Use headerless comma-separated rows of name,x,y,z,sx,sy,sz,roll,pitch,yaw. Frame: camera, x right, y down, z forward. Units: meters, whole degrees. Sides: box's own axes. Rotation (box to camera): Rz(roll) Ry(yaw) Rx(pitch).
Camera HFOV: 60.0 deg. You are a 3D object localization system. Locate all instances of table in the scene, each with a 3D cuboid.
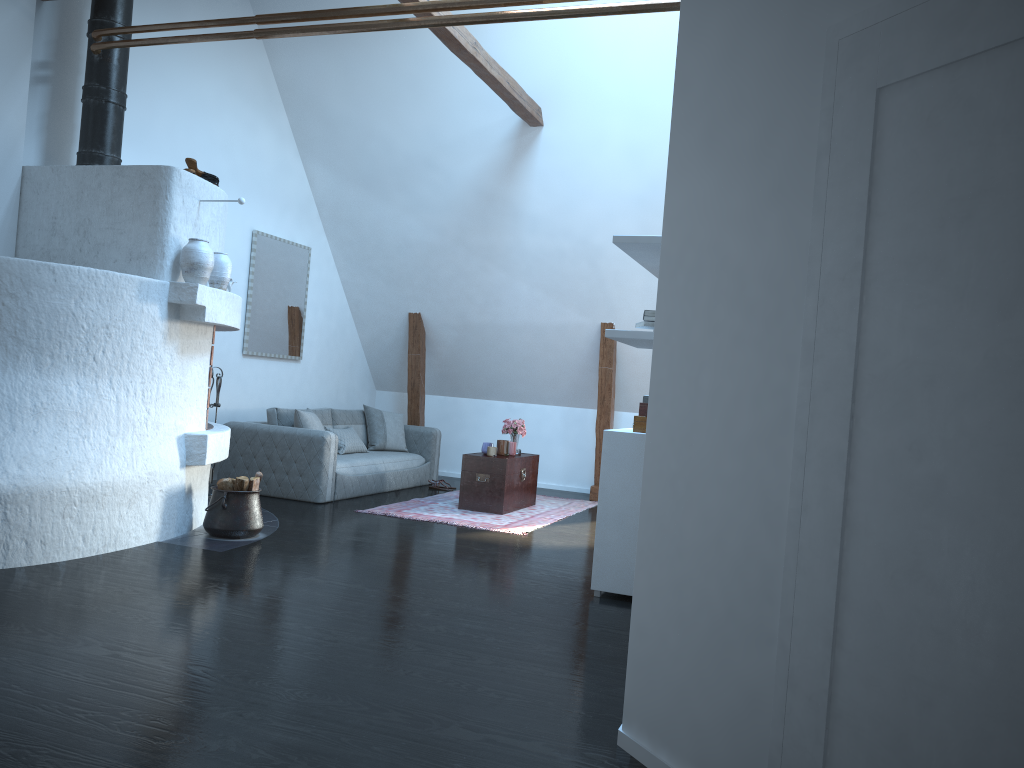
table,-0.098,0.899,8.246,0.471,0.492,0.962,5,0,20

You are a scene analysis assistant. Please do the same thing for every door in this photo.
door,0.924,0.154,1.785,0.170,2.074,0.974,5,0,-24

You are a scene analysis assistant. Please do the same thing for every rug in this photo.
rug,-0.147,1.135,8.225,1.512,0.029,2.647,5,0,20

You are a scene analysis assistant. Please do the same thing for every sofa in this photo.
sofa,-1.697,0.636,8.828,1.107,0.770,2.458,5,0,20

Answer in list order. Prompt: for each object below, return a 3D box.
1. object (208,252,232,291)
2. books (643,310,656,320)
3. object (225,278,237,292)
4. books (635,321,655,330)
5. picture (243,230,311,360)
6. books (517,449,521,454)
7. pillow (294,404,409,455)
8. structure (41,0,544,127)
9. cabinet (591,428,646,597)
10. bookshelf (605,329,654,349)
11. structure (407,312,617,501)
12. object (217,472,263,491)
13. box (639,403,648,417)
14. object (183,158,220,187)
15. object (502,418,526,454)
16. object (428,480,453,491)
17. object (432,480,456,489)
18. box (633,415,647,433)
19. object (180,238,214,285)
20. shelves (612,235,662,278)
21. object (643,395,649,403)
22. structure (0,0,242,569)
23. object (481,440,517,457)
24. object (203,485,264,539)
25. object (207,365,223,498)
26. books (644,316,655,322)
object,-1.924,-0.724,5.822,0.158,0.274,0.158,5,0,-31
books,0.732,-0.330,4.327,0.179,0.029,0.225,5,0,7
object,-1.929,-0.677,6.008,0.064,0.114,0.161,5,0,22
books,0.734,-0.280,4.329,0.227,0.024,0.166,5,0,-6
picture,-2.331,-0.858,8.866,0.025,1.185,0.965,5,0,20
books,-0.036,0.646,8.624,0.243,0.034,0.179,5,0,-2
pillow,-1.585,0.468,8.815,0.444,0.515,2.075,5,0,20
structure,1.643,-2.506,4.142,15.910,3.562,10.230,5,0,25
cabinet,0.896,0.749,5.209,0.638,0.921,0.869,5,0,20
bookshelf,0.784,-0.209,4.419,0.478,0.038,0.741,5,0,20
structure,4.701,0.568,8.331,12.350,1.963,1.023,5,0,20
object,-1.812,0.761,5.837,0.270,0.370,0.240,5,0,19
box,0.836,0.151,4.974,0.210,0.075,0.137,5,0,-15
object,-2.140,-1.395,6.018,0.311,0.094,0.783,5,0,6
object,0.013,0.491,8.476,0.235,0.351,0.234,5,0,-20
object,-0.742,1.053,9.227,0.277,0.090,0.101,5,0,8
object,-0.721,1.056,9.386,0.277,0.090,0.101,5,0,-24
box,0.828,0.235,4.977,0.294,0.093,0.169,5,0,15
object,-1.978,-0.749,5.567,0.203,0.314,0.203,5,0,4
shelves,0.966,-0.636,4.827,0.478,0.038,1.604,5,0,20
object,1.054,0.195,5.359,0.496,0.211,0.435,5,0,19
structure,-3.259,-1.468,5.942,3.049,4.752,3.058,5,0,29
object,-0.146,0.585,8.152,0.215,0.138,0.413,4,0,31
object,-1.831,0.843,5.855,0.384,0.313,0.384,5,0,-44
object,-2.633,0.318,7.433,0.376,1.245,0.376,5,0,0
books,0.734,-0.304,4.316,0.175,0.024,0.243,5,0,11
